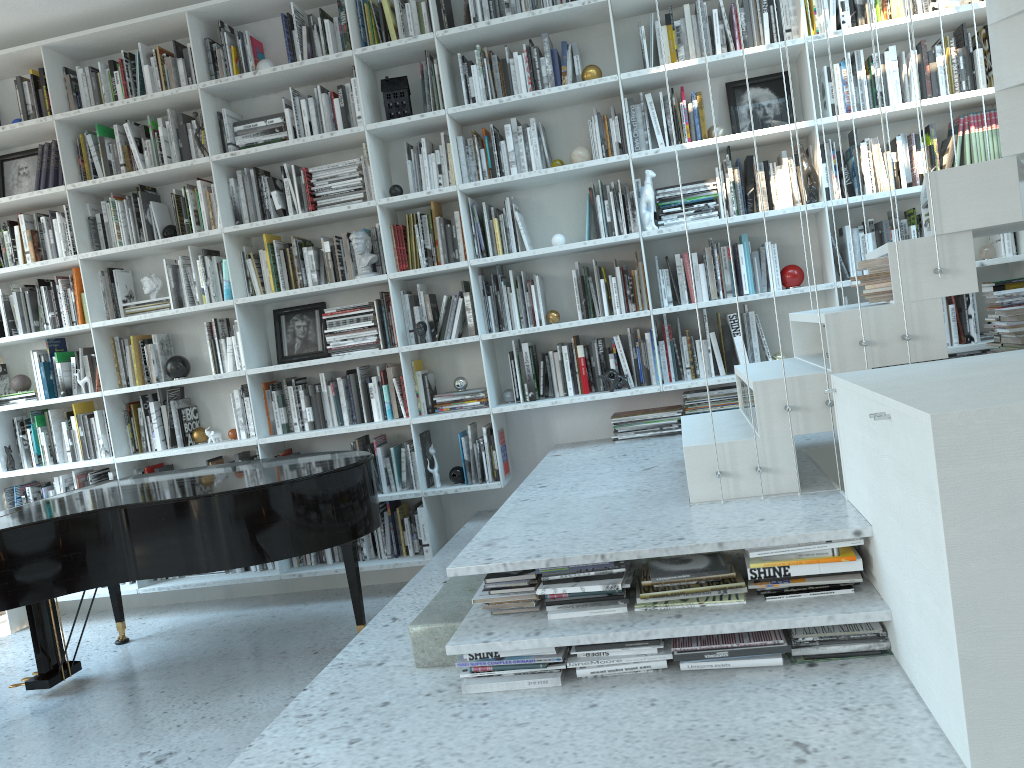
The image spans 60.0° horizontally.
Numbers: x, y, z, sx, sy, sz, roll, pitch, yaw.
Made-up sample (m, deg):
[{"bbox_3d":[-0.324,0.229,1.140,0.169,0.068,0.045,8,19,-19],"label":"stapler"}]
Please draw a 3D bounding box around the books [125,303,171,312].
[{"bbox_3d":[-1.968,-0.418,4.883,0.254,0.012,0.160,-8,3,6],"label":"books"}]

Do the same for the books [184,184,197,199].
[{"bbox_3d":[-1.693,-0.930,4.798,0.033,0.288,0.155,-8,4,11],"label":"books"}]

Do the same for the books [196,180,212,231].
[{"bbox_3d":[-1.612,-0.938,4.764,0.022,0.285,0.189,-8,4,11],"label":"books"}]

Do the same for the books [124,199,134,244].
[{"bbox_3d":[-2.041,-0.867,4.842,0.009,0.261,0.180,-8,4,11],"label":"books"}]

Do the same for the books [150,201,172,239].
[{"bbox_3d":[-1.897,-0.872,4.831,0.031,0.232,0.147,-8,4,11],"label":"books"}]

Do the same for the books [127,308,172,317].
[{"bbox_3d":[-1.963,-0.394,4.895,0.254,0.012,0.160,-8,3,11],"label":"books"}]

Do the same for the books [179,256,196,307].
[{"bbox_3d":[-1.737,-0.550,4.820,0.012,0.286,0.167,-8,4,11],"label":"books"}]

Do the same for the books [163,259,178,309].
[{"bbox_3d":[-1.832,-0.536,4.842,0.012,0.285,0.159,-8,4,11],"label":"books"}]

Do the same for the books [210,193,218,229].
[{"bbox_3d":[-1.563,-0.910,4.769,0.024,0.216,0.141,-8,4,11],"label":"books"}]

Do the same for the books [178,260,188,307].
[{"bbox_3d":[-1.750,-0.539,4.835,0.022,0.267,0.151,-8,4,11],"label":"books"}]

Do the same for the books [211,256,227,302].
[{"bbox_3d":[-1.561,-0.560,4.810,0.022,0.256,0.152,-8,4,11],"label":"books"}]

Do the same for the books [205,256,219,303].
[{"bbox_3d":[-1.587,-0.557,4.795,0.023,0.260,0.170,-8,4,11],"label":"books"}]

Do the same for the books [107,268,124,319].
[{"bbox_3d":[-2.184,-0.496,4.938,0.011,0.298,0.135,-8,4,11],"label":"books"}]

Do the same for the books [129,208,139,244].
[{"bbox_3d":[-2.017,-0.844,4.839,0.011,0.209,0.181,-8,4,11],"label":"books"}]

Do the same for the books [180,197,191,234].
[{"bbox_3d":[-1.718,-0.889,4.773,0.006,0.216,0.181,-8,4,11],"label":"books"}]

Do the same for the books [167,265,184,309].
[{"bbox_3d":[-1.800,-0.521,4.832,0.030,0.247,0.174,-8,4,11],"label":"books"}]

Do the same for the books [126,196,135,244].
[{"bbox_3d":[-2.032,-0.877,4.845,0.011,0.279,0.169,-8,4,11],"label":"books"}]

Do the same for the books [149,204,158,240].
[{"bbox_3d":[-1.918,-0.863,4.845,0.012,0.218,0.151,-8,4,11],"label":"books"}]

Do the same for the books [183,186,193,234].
[{"bbox_3d":[-1.712,-0.921,4.791,0.005,0.275,0.157,-8,4,11],"label":"books"}]

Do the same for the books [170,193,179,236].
[{"bbox_3d":[-1.788,-0.900,4.815,0.005,0.254,0.160,-8,4,11],"label":"books"}]

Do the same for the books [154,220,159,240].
[{"bbox_3d":[-1.910,-0.860,4.842,0.004,0.209,0.132,-8,4,11],"label":"books"}]

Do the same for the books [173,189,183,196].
[{"bbox_3d":[-1.780,-0.913,4.820,0.012,0.276,0.129,-8,4,11],"label":"books"}]

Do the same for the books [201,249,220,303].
[{"bbox_3d":[-1.606,-0.575,4.796,0.011,0.301,0.178,-8,4,11],"label":"books"}]

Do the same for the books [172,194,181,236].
[{"bbox_3d":[-1.770,-0.895,4.792,0.005,0.240,0.173,-8,4,11],"label":"books"}]

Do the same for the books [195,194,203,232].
[{"bbox_3d":[-1.655,-0.909,4.795,0.011,0.236,0.130,-8,4,11],"label":"books"}]

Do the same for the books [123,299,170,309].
[{"bbox_3d":[-1.970,-0.442,4.887,0.285,0.012,0.159,-8,3,13],"label":"books"}]

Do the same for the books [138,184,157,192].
[{"bbox_3d":[-1.963,-0.914,4.844,0.005,0.331,0.161,-8,4,11],"label":"books"}]

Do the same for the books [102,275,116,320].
[{"bbox_3d":[-2.201,-0.472,4.925,0.024,0.257,0.133,-8,4,11],"label":"books"}]

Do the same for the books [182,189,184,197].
[{"bbox_3d":[-1.723,-0.915,4.804,0.009,0.267,0.149,-8,4,11],"label":"books"}]

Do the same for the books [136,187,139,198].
[{"bbox_3d":[-1.982,-0.906,4.845,0.004,0.321,0.152,-8,4,11],"label":"books"}]

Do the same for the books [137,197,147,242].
[{"bbox_3d":[-1.972,-0.877,4.839,0.010,0.262,0.158,-8,4,11],"label":"books"}]

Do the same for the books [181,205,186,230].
[{"bbox_3d":[-1.729,-0.880,4.800,0.011,0.200,0.162,-8,4,11],"label":"books"}]

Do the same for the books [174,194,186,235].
[{"bbox_3d":[-1.753,-0.894,4.780,0.005,0.236,0.178,-8,4,11],"label":"books"}]

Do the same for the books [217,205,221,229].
[{"bbox_3d":[-1.505,-0.927,4.725,0.064,0.237,0.208,-8,4,11],"label":"books"}]

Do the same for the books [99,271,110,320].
[{"bbox_3d":[-2.219,-0.484,4.934,0.012,0.285,0.159,-8,4,11],"label":"books"}]

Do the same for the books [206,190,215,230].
[{"bbox_3d":[-1.580,-0.915,4.772,0.011,0.230,0.165,-8,4,11],"label":"books"}]

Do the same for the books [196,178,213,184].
[{"bbox_3d":[-1.629,-0.946,4.770,0.006,0.304,0.165,-8,4,11],"label":"books"}]

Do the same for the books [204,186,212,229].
[{"bbox_3d":[-1.594,-0.927,4.769,0.010,0.257,0.140,-8,4,11],"label":"books"}]

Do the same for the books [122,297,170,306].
[{"bbox_3d":[-1.973,-0.454,4.882,0.285,0.012,0.159,-8,3,7],"label":"books"}]

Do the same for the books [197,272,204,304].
[{"bbox_3d":[-1.651,-0.514,4.830,0.025,0.189,0.140,-8,4,11],"label":"books"}]

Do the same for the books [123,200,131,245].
[{"bbox_3d":[-2.058,-0.866,4.862,0.010,0.262,0.169,-8,4,11],"label":"books"}]

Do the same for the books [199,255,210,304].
[{"bbox_3d":[-1.617,-0.556,4.791,0.012,0.266,0.192,-8,4,11],"label":"books"}]

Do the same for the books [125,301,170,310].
[{"bbox_3d":[-1.969,-0.430,4.886,0.254,0.012,0.160,-8,3,8],"label":"books"}]

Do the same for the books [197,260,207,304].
[{"bbox_3d":[-1.633,-0.545,4.805,0.028,0.247,0.170,-8,4,11],"label":"books"}]

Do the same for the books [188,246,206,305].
[{"bbox_3d":[-1.681,-0.580,4.815,0.010,0.330,0.173,-8,4,11],"label":"books"}]

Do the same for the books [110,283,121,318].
[{"bbox_3d":[-2.158,-0.455,4.926,0.034,0.210,0.136,-8,4,11],"label":"books"}]

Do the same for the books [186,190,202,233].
[{"bbox_3d":[-1.674,-0.909,4.762,0.013,0.244,0.188,-8,4,11],"label":"books"}]

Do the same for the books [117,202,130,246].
[{"bbox_3d":[-2.072,-0.857,4.841,0.012,0.252,0.183,-8,4,11],"label":"books"}]

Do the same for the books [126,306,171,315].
[{"bbox_3d":[-1.966,-0.406,4.885,0.254,0.012,0.160,-8,3,7],"label":"books"}]

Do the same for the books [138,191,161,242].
[{"bbox_3d":[-1.947,-0.892,4.820,0.011,0.287,0.188,-8,4,11],"label":"books"}]

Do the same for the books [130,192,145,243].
[{"bbox_3d":[-2.001,-0.888,4.837,0.011,0.292,0.176,-8,4,11],"label":"books"}]

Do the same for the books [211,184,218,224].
[{"bbox_3d":[-1.545,-0.933,4.754,0.022,0.257,0.155,-8,4,11],"label":"books"}]

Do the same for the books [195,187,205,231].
[{"bbox_3d":[-1.631,-0.920,4.770,0.006,0.253,0.180,-8,4,11],"label":"books"}]

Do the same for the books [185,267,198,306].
[{"bbox_3d":[-1.700,-0.525,4.832,0.048,0.225,0.149,-8,4,11],"label":"books"}]

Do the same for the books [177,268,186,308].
[{"bbox_3d":[-1.767,-0.517,4.856,0.024,0.227,0.137,-8,4,11],"label":"books"}]

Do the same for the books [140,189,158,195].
[{"bbox_3d":[-1.957,-0.902,4.842,0.005,0.306,0.162,-8,4,11],"label":"books"}]

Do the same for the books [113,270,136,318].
[{"bbox_3d":[-2.137,-0.492,4.913,0.021,0.278,0.136,-8,4,11],"label":"books"}]

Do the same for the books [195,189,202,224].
[{"bbox_3d":[-1.646,-0.919,4.780,0.017,0.253,0.139,-8,4,11],"label":"books"}]
